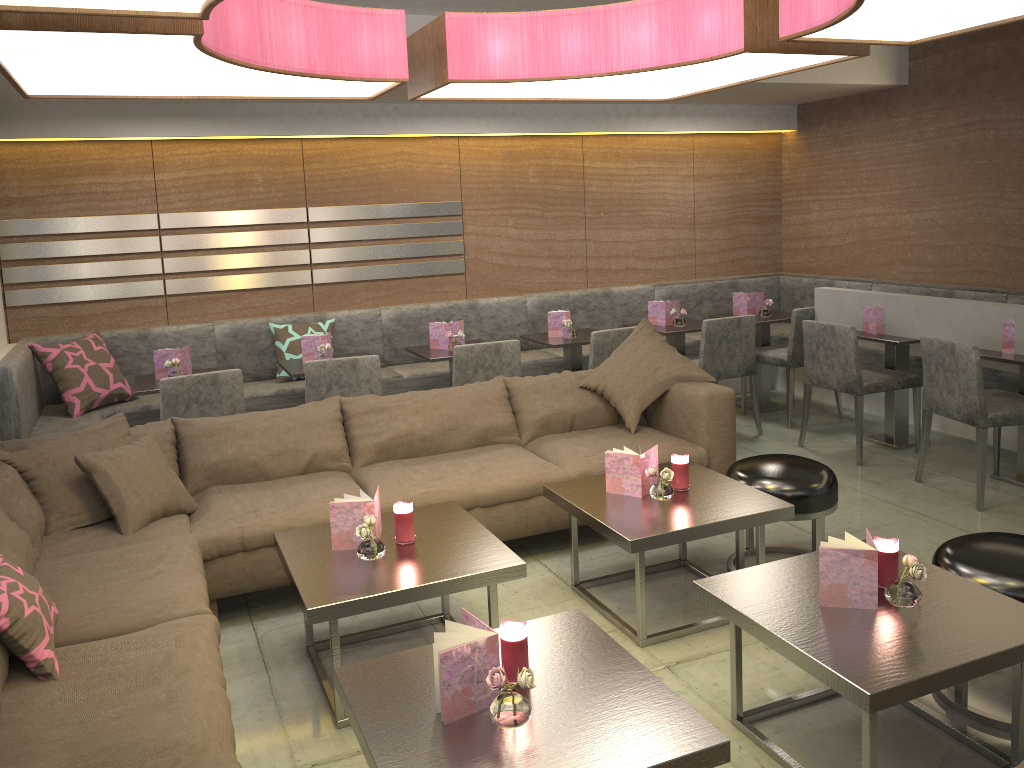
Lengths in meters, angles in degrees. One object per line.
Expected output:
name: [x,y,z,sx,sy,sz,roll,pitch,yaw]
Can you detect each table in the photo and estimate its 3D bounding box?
table: [2.257,0.021,5.183,0.507,0.648,0.510,-6,9,-22]
table: [0.949,0.773,2.342,0.659,0.408,0.663,-7,11,-22]
table: [-1.720,0.289,4.737,0.507,0.648,0.510,-6,9,-22]
table: [1.099,-0.073,5.908,0.507,0.648,0.510,-6,9,-22]
table: [1.739,-0.155,6.174,0.507,0.648,0.510,-6,9,-22]
table: [2.592,0.164,4.397,0.507,0.648,0.510,-6,9,-22]
table: [-0.378,0.726,2.871,0.659,0.408,0.663,-7,11,-22]
table: [0.394,0.018,5.615,0.507,0.648,0.510,-6,9,-22]
table: [0.013,0.893,1.953,0.659,0.408,0.663,-7,11,-22]
table: [0.558,0.606,3.260,0.659,0.408,0.663,-7,11,-22]
table: [-1.015,0.199,5.029,0.507,0.648,0.510,-6,9,-22]
table: [-0.310,0.108,5.322,0.507,0.648,0.510,-6,9,-22]

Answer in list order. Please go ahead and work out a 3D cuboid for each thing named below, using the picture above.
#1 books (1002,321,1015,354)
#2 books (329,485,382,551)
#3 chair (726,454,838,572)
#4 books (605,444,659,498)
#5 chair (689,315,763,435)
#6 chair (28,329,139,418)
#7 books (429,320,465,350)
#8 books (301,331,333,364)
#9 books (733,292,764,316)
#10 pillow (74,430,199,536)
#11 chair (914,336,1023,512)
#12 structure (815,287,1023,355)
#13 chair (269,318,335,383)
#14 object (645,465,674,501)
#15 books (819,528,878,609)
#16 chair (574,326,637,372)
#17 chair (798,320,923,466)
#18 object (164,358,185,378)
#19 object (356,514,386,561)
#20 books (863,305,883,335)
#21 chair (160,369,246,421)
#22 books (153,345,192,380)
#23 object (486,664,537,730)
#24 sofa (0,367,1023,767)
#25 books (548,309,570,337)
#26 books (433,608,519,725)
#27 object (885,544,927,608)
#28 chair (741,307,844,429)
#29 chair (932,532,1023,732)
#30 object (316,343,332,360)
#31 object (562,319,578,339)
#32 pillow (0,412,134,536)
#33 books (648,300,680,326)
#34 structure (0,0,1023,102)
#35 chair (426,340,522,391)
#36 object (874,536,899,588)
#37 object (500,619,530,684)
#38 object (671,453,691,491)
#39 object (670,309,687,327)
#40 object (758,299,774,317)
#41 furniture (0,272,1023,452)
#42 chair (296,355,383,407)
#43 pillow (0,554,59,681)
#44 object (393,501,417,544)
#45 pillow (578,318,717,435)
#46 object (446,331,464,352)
books: [2.521,-0.236,4.388,0.143,0.163,0.159,3,11,32]
books: [-0.511,0.441,2.904,0.143,0.163,0.159,-3,9,-3]
chair: [1.058,0.520,3.479,0.425,0.446,0.424,-10,12,-41]
books: [0.449,0.318,3.301,0.143,0.163,0.159,3,11,32]
chair: [1.240,-0.066,5.581,0.478,0.754,0.496,-6,9,-23]
chair: [-2.398,-0.061,4.975,0.295,0.423,0.497,1,10,20]
books: [-0.392,-0.298,5.344,0.143,0.163,0.159,3,11,32]
books: [-1.112,-0.205,5.044,0.143,0.163,0.159,-3,9,-3]
books: [1.661,-0.563,6.206,0.158,0.163,0.144,-7,10,-27]
pillow: [-1.385,0.375,3.289,0.235,0.319,0.384,1,10,22]
chair: [2.303,0.149,4.272,0.492,0.754,0.482,-4,8,-10]
structure: [2.446,-0.292,4.481,0.095,0.229,2.511,-6,12,-22]
chair: [-1.304,-0.204,5.603,0.428,0.391,0.221,-6,9,-22]
object: [0.537,0.350,3.183,0.106,0.128,0.096,2,10,27]
books: [0.883,0.489,2.354,0.143,0.163,0.159,-1,9,12]
chair: [0.534,0.020,5.308,0.478,0.754,0.496,-7,9,-26]
chair: [1.977,0.006,5.053,0.493,0.754,0.480,-6,9,-24]
object: [-1.750,-0.073,4.601,0.094,0.124,0.108,1,9,20]
object: [-0.445,0.479,2.755,0.092,0.130,0.103,3,10,32]
books: [2.163,-0.377,5.167,0.157,0.163,0.144,-4,9,-7]
chair: [-1.572,0.291,4.433,0.479,0.754,0.495,-7,10,-30]
books: [-1.821,-0.114,4.750,0.143,0.163,0.159,-3,9,-3]
object: [-0.004,0.644,1.841,0.095,0.128,0.101,-10,11,-39]
sofa: [-0.004,0.663,2.447,3.188,0.668,3.800,-7,12,-22]
books: [0.293,-0.386,5.628,0.143,0.163,0.159,-3,9,-3]
books: [-0.086,0.613,1.952,0.143,0.163,0.260,3,11,31]
object: [1.025,0.500,2.337,0.095,0.124,0.196,-1,10,9]
chair: [1.863,-0.156,5.889,0.478,0.754,0.496,-6,9,-25]
chair: [1.448,0.687,2.563,0.424,0.446,0.426,-7,10,-26]
object: [-1.048,-0.165,4.900,0.091,0.124,0.111,-1,9,10]
object: [0.361,-0.345,5.483,0.096,0.124,0.106,-6,10,-22]
pillow: [-1.594,0.348,3.320,0.292,0.390,0.531,4,12,36]
books: [1.019,-0.479,5.930,0.158,0.163,0.143,-11,12,-42]
structure: [0.006,-1.163,2.160,2.453,0.612,2.464,-7,12,-22]
chair: [-0.196,0.113,5.011,0.478,0.754,0.496,-6,9,-20]
object: [1.019,0.484,2.408,0.075,0.127,0.076,2,9,30]
object: [0.006,0.608,2.017,0.076,0.127,0.076,4,11,39]
object: [0.625,0.326,3.284,0.075,0.127,0.076,2,9,30]
object: [1.090,-0.437,5.777,0.106,0.124,0.094,-1,9,9]
object: [1.737,-0.521,6.051,0.097,0.124,0.100,4,11,37]
furniture: [0.495,0.167,4.346,5.663,0.844,4.295,-7,12,-22]
chair: [-0.902,0.202,4.725,0.478,0.754,0.496,-5,9,-16]
pillow: [-1.275,0.582,2.274,0.181,0.250,0.467,-7,11,-26]
object: [-0.352,0.450,2.885,0.076,0.127,0.076,4,11,39]
pillow: [0.628,-0.049,4.231,0.621,0.508,0.301,-4,8,-9]
object: [-0.332,-0.255,5.191,0.102,0.124,0.095,3,10,31]
